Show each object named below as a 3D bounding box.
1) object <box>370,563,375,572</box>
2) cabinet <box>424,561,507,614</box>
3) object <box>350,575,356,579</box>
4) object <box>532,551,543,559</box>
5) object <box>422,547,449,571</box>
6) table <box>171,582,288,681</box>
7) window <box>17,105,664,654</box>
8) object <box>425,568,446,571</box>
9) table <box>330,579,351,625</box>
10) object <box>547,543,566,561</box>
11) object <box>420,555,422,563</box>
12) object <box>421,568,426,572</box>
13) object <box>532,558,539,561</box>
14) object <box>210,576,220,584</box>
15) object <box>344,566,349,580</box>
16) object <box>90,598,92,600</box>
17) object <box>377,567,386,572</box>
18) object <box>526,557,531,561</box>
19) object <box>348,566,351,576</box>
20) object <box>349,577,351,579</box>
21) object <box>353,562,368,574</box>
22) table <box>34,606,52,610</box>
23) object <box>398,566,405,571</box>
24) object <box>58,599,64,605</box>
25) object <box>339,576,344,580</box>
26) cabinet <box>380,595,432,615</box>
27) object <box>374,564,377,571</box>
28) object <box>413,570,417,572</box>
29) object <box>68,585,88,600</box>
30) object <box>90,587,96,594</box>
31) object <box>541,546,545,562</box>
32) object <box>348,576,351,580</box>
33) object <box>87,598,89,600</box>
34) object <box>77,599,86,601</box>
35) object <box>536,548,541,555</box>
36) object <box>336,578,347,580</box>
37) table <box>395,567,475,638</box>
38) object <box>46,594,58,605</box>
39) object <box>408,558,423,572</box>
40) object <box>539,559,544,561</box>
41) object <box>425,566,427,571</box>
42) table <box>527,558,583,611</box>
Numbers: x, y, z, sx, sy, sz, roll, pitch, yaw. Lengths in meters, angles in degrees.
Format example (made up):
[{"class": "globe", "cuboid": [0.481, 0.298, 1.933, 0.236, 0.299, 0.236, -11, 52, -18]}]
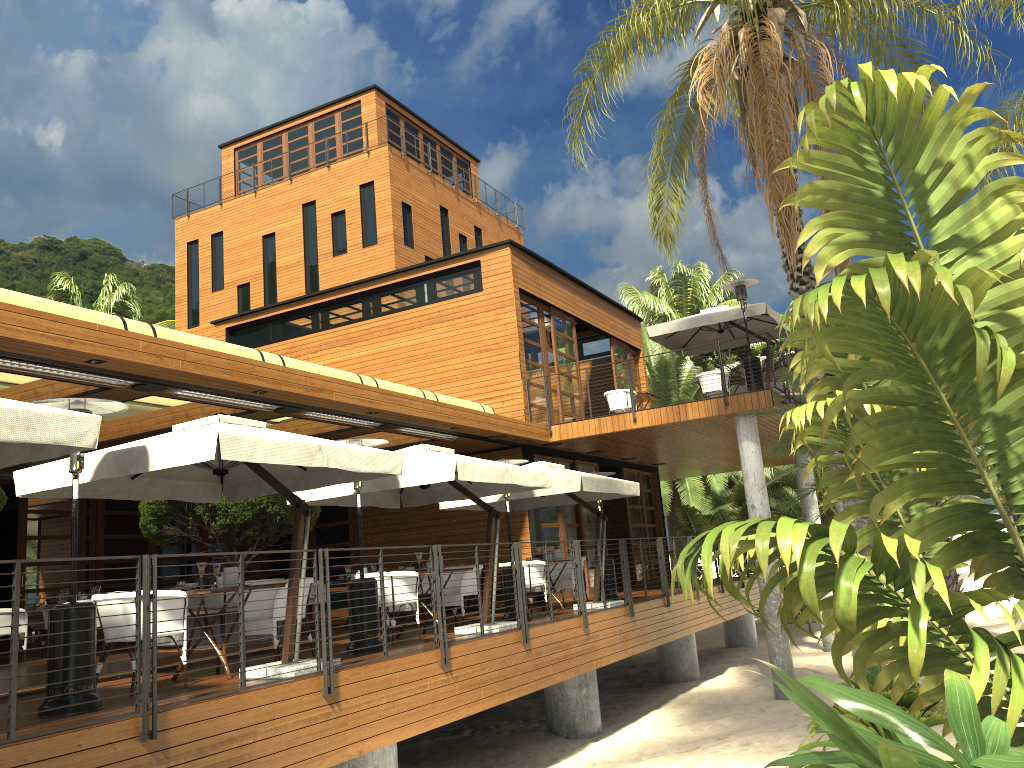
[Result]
[{"class": "object", "cuboid": [-2.298, 3.082, 14.669, 0.082, 0.228, 0.081, 2, -14, -27]}, {"class": "cabinet", "cuboid": [-0.890, 3.837, 16.669, 1.608, 0.841, 0.556, -11, -14, 26]}, {"class": "object", "cuboid": [-2.614, 3.169, 14.587, 0.086, 0.086, 0.086, -12, -14, 27]}, {"class": "object", "cuboid": [0.396, 2.697, 13.855, 0.163, 0.179, 0.167, -12, -14, 28]}, {"class": "object", "cuboid": [-0.930, 2.129, 10.755, 0.263, 0.265, 0.262, -1, -13, -18]}, {"class": "table", "cuboid": [-2.627, 2.181, 7.767, 0.930, 0.752, 0.929, -11, -13, 26]}, {"class": "window", "cuboid": [-4.412, -3.755, 21.048, 14.487, 18.035, 38.270, -6, -12, 4]}, {"class": "object", "cuboid": [-0.990, 2.335, 11.132, 0.294, 0.025, 0.170, -11, -13, 26]}, {"class": "table", "cuboid": [-2.452, 3.622, 14.770, 1.164, 0.752, 1.163, -13, -14, 31]}, {"class": "object", "cuboid": [0.657, 2.605, 13.731, 0.263, 0.265, 0.262, -1, -13, -18]}, {"class": "object", "cuboid": [-1.155, 2.238, 11.108, 0.082, 0.228, 0.082, -12, -14, 27]}, {"class": "object", "cuboid": [-1.108, 2.314, 11.018, 0.080, 0.042, 0.080, -3, -12, -12]}, {"class": "object", "cuboid": [0.364, 2.714, 13.635, 0.116, 0.065, 0.115, -7, -12, 8]}, {"class": "object", "cuboid": [-5.365, 3.602, 15.913, 0.263, 0.265, 0.262, -2, -13, -14]}, {"class": "object", "cuboid": [-2.722, 3.113, 14.635, 0.082, 0.228, 0.081, -3, -13, -11]}, {"class": "object", "cuboid": [-6.272, 3.242, 13.298, 0.116, 0.065, 0.115, 6, -16, -41]}, {"class": "object", "cuboid": [-2.166, 3.105, 14.704, 0.163, 0.179, 0.167, -2, -13, -14]}, {"class": "object", "cuboid": [0.258, 2.719, 13.671, 0.086, 0.086, 0.086, -11, -14, 26]}, {"class": "object", "cuboid": [-2.756, 3.200, 15.037, 0.082, 0.228, 0.081, 2, -14, -27]}, {"class": "object", "cuboid": [-2.674, 3.228, 14.732, 0.080, 0.042, 0.080, -9, -12, 16]}, {"class": "object", "cuboid": [-2.511, 3.129, 14.877, 0.263, 0.265, 0.262, -1, -13, -17]}, {"class": "table", "cuboid": [-6.428, 3.635, 13.106, 1.165, 0.752, 1.161, -7, -12, 7]}, {"class": "object", "cuboid": [-1.329, 2.243, 10.696, 0.086, 0.086, 0.086, -12, -14, 31]}, {"class": "object", "cuboid": [-6.690, 3.238, 13.151, 0.086, 0.086, 0.086, -6, -12, 4]}, {"class": "object", "cuboid": [-2.882, 3.274, 14.977, 0.086, 0.086, 0.086, -14, -15, 36]}, {"class": "cabinet", "cuboid": [-2.320, 4.114, 17.380, 1.608, 0.841, 0.556, -11, -14, 26]}, {"class": "object", "cuboid": [-2.334, 3.174, 15.096, 0.082, 0.228, 0.081, -3, -13, -11]}, {"class": "object", "cuboid": [-1.252, 2.227, 10.497, 0.294, 0.025, 0.170, -11, -13, 26]}, {"class": "object", "cuboid": [-6.460, 3.141, 13.223, 0.263, 0.265, 0.263, 7, -17, -45]}, {"class": "object", "cuboid": [-6.387, 3.213, 13.527, 0.082, 0.228, 0.082, -15, -16, 37]}, {"class": "object", "cuboid": [0.481, 2.597, 13.544, 0.082, 0.228, 0.082, -12, -14, 27]}, {"class": "object", "cuboid": [-2.705, 3.244, 14.854, 0.116, 0.065, 0.115, -2, -12, -13]}, {"class": "object", "cuboid": [-6.487, 3.290, 13.491, 0.086, 0.086, 0.086, -5, -12, -1]}, {"class": "object", "cuboid": [-6.329, 3.194, 13.041, 0.116, 0.065, 0.115, -1, -13, -19]}, {"class": "object", "cuboid": [0.432, 2.714, 14.084, 0.082, 0.228, 0.082, -12, -14, 27]}, {"class": "object", "cuboid": [-2.839, 3.254, 14.747, 0.170, 0.025, 0.293, -3, -12, -12]}, {"class": "table", "cuboid": [-1.054, 2.653, 10.718, 0.930, 0.752, 0.929, -11, -13, 26]}, {"class": "object", "cuboid": [-6.840, 3.213, 13.196, 0.163, 0.179, 0.167, 6, -16, -42]}, {"class": "object", "cuboid": [-1.191, 2.221, 10.879, 0.163, 0.179, 0.167, -12, -14, 28]}, {"class": "object", "cuboid": [0.453, 2.708, 13.590, 0.080, 0.042, 0.080, -4, -12, -4]}, {"class": "object", "cuboid": [-1.022, 2.286, 10.979, 0.116, 0.065, 0.115, -11, -13, 25]}, {"class": "table", "cuboid": [0.524, 3.126, 13.677, 0.930, 0.752, 0.929, -11, -13, 26]}]
